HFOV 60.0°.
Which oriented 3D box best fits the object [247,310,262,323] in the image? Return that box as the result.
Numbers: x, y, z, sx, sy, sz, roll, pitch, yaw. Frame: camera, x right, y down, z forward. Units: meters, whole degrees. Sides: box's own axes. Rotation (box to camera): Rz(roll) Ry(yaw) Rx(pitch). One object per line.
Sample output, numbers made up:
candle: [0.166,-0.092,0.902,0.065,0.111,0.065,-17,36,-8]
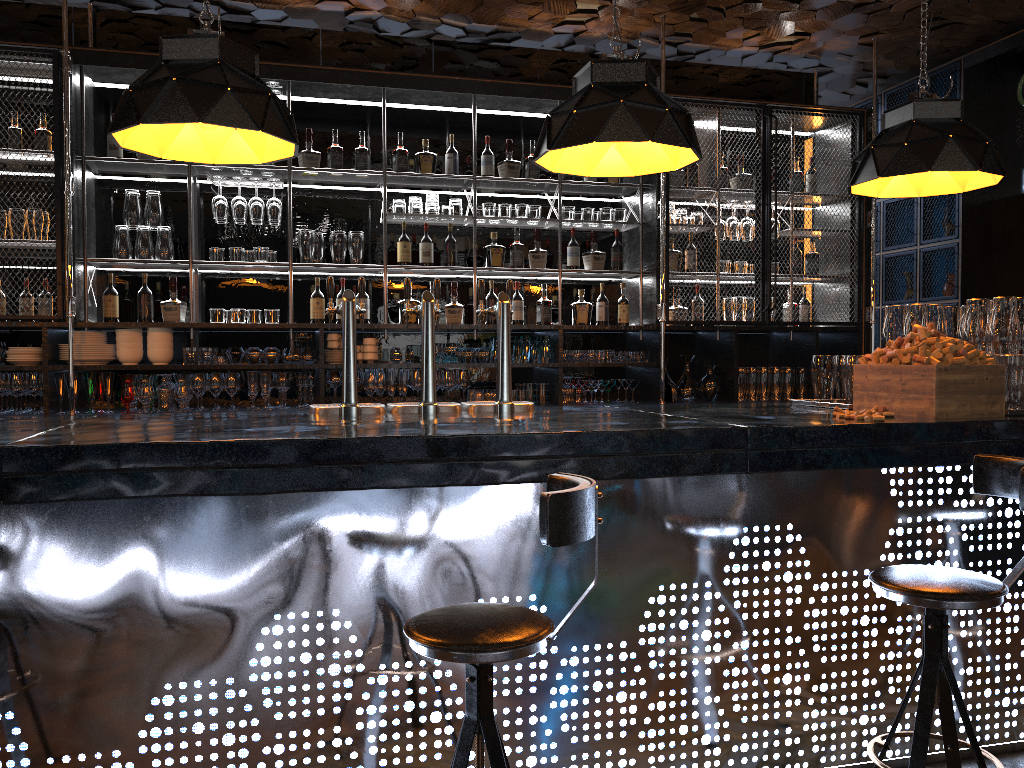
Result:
object: [-1.579,-0.406,5.429,0.089,0.092,0.089,0,2,-4]

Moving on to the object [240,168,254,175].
object: [-1.635,-1.342,5.464,0.089,0.092,0.089,0,2,-4]

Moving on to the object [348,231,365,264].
object: [-0.964,-0.835,5.494,0.105,0.209,0.105,1,2,30]

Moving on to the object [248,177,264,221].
object: [-1.529,-1.104,5.303,0.092,0.244,0.092,1,2,36]

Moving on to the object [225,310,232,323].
object: [-1.726,-0.407,5.477,0.089,0.092,0.089,-2,2,-43]

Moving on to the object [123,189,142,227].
object: [-2.228,-1.030,5.203,0.105,0.209,0.105,1,2,30]

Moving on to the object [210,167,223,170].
object: [-1.774,-1.337,5.324,0.089,0.092,0.089,1,2,43]

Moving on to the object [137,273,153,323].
object: [-2.160,-0.502,5.221,0.086,0.297,0.086,0,2,19]

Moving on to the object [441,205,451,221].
object: [-0.418,-1.111,5.773,0.089,0.092,0.089,-1,2,-26]

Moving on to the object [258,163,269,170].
object: [-1.500,-1.338,5.321,0.089,0.092,0.089,1,2,43]

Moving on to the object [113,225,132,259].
object: [-2.283,-0.821,5.195,0.105,0.209,0.105,1,2,30]

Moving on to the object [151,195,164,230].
object: [-2.145,-1.034,5.329,0.105,0.209,0.105,1,2,30]

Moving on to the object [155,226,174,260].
object: [-2.054,-0.823,5.244,0.105,0.209,0.105,1,2,30]

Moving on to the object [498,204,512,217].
object: [-0.046,-1.112,5.740,0.089,0.092,0.089,1,2,38]

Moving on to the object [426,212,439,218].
object: [-0.507,-1.107,5.636,0.089,0.092,0.089,-1,2,-26]

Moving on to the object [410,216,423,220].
object: [-0.618,-1.110,5.730,0.089,0.092,0.089,0,2,11]

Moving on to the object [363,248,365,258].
object: [-0.980,-0.838,5.602,0.105,0.209,0.105,1,2,30]

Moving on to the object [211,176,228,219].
object: [-1.731,-1.102,5.249,0.092,0.244,0.092,1,2,36]

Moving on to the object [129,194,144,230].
object: [-2.262,-1.033,5.310,0.105,0.209,0.105,1,2,30]

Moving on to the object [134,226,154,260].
object: [-2.168,-0.822,5.227,0.105,0.209,0.105,1,2,30]

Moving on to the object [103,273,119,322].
object: [-2.353,-0.500,5.202,0.086,0.299,0.086,1,2,34]

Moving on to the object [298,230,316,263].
object: [-1.253,-0.831,5.414,0.105,0.209,0.105,1,2,30]

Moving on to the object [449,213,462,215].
object: [-0.359,-1.108,5.645,0.089,0.092,0.089,0,2,11]

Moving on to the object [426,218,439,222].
object: [-0.523,-1.111,5.781,0.089,0.092,0.089,0,2,11]

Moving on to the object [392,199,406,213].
object: [-0.707,-1.104,5.550,0.089,0.092,0.089,0,2,11]

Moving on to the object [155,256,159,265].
object: [-2.095,-0.826,5.348,0.105,0.209,0.105,1,2,30]

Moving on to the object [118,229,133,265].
object: [-2.324,-0.824,5.306,0.105,0.209,0.105,1,2,30]

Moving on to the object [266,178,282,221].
object: [-1.429,-1.105,5.329,0.092,0.244,0.092,1,2,36]

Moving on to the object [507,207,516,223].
object: [0.004,-1.116,5.876,0.089,0.092,0.089,-1,2,-16]

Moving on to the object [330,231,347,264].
object: [-1.075,-0.834,5.490,0.105,0.209,0.105,1,2,30]

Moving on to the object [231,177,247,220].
object: [-1.624,-1.103,5.277,0.092,0.244,0.092,1,2,36]

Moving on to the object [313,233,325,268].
object: [-1.221,-0.835,5.542,0.105,0.209,0.105,1,2,30]

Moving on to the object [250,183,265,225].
object: [-1.571,-1.109,5.462,0.092,0.244,0.092,1,2,36]

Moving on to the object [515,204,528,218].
object: [0.062,-1.112,5.743,0.089,0.092,0.089,1,2,38]

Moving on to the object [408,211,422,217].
object: [-0.608,-1.105,5.570,0.089,0.092,0.089,-2,2,-43]

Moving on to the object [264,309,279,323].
object: [-1.460,-0.405,5.395,0.089,0.092,0.089,0,2,-4]

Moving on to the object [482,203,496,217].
object: [-0.148,-1.110,5.700,0.089,0.092,0.089,-2,2,-43]

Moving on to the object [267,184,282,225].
object: [-1.471,-1.110,5.489,0.092,0.244,0.092,1,2,36]

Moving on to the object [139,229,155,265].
object: [-2.203,-0.825,5.330,0.105,0.209,0.105,1,2,30]

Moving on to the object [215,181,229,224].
object: [-1.773,-1.107,5.408,0.092,0.244,0.092,1,2,36]

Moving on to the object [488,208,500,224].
object: [-0.117,-1.116,5.884,0.089,0.092,0.089,1,2,24]

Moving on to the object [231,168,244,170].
object: [-1.651,-1.338,5.333,0.089,0.092,0.089,1,2,43]

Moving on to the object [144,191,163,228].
object: [-2.118,-1.032,5.242,0.105,0.209,0.105,1,2,30]

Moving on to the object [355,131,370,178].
object: [-0.936,-1.436,5.545,0.083,0.282,0.083,0,2,0]

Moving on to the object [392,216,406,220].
object: [-0.727,-1.109,5.714,0.089,0.092,0.089,-2,2,-43]

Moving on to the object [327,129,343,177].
object: [-1.096,-1.434,5.502,0.083,0.282,0.083,-1,2,-30]

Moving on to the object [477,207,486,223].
object: [-0.213,-1.115,5.852,0.089,0.092,0.089,1,2,27]

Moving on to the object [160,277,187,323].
object: [-2.011,-0.493,5.273,0.123,0.279,0.123,0,2,-1]

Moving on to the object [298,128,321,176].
object: [-1.249,-1.430,5.463,0.123,0.279,0.123,-1,2,-26]

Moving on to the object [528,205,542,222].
object: [0.149,-1.115,5.801,0.089,0.092,0.089,1,2,29]

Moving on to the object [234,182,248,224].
object: [-1.667,-1.108,5.437,0.092,0.244,0.092,1,2,36]

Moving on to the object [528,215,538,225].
object: [0.137,-1.119,5.942,0.089,0.092,0.089,-2,2,-41]

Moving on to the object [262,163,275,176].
object: [-1.517,-1.344,5.507,0.089,0.092,0.089,1,2,43]
